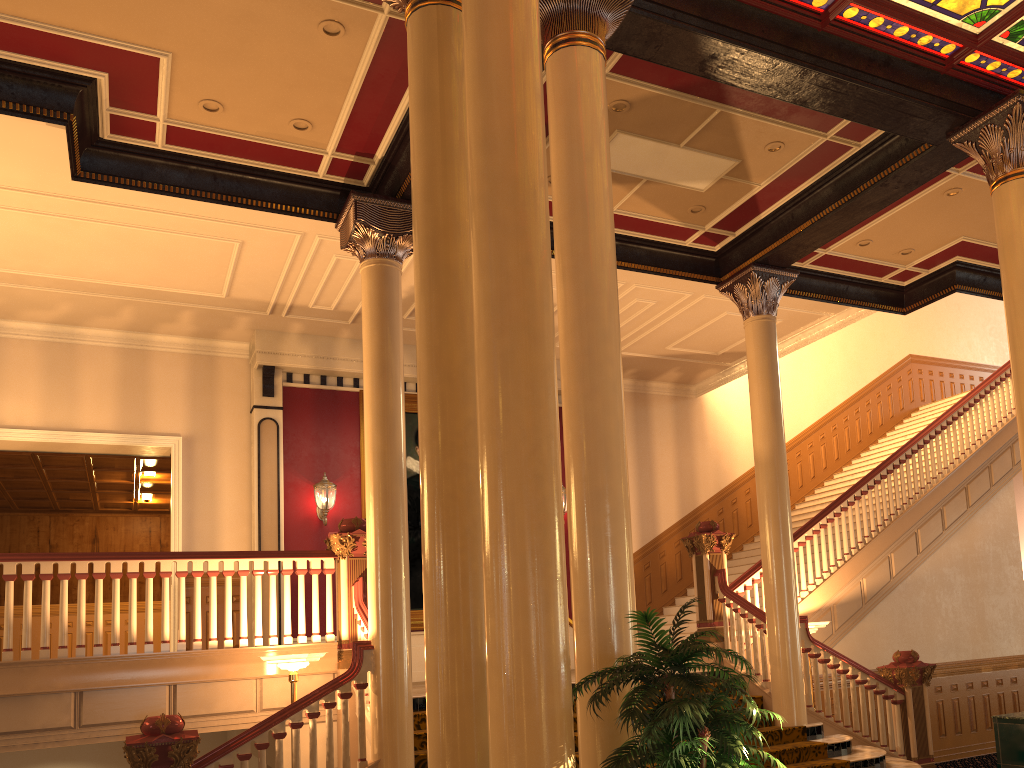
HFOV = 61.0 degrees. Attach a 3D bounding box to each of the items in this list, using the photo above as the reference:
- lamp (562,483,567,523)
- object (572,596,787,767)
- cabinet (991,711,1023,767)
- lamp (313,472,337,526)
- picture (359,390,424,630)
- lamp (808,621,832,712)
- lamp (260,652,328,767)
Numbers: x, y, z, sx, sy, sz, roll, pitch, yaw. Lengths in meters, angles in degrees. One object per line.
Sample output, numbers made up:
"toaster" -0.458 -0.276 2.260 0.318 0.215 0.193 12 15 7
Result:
"lamp" 0.749 1.851 13.458 0.328 0.714 0.391 1 -10 -25
"object" 0.807 2.024 3.895 1.124 2.106 1.018 3 -11 -37
"cabinet" 5.949 4.031 9.528 1.295 0.848 0.547 3 -12 -26
"lamp" -2.545 1.567 11.811 0.328 0.714 0.391 1 -10 -25
"picture" -0.926 1.853 12.767 2.628 3.379 0.054 2 -8 -27
"lamp" 3.480 3.772 10.060 0.585 1.970 0.588 -2 -8 -8
"lamp" -1.847 3.311 7.387 0.606 1.970 0.567 4 -10 -43
